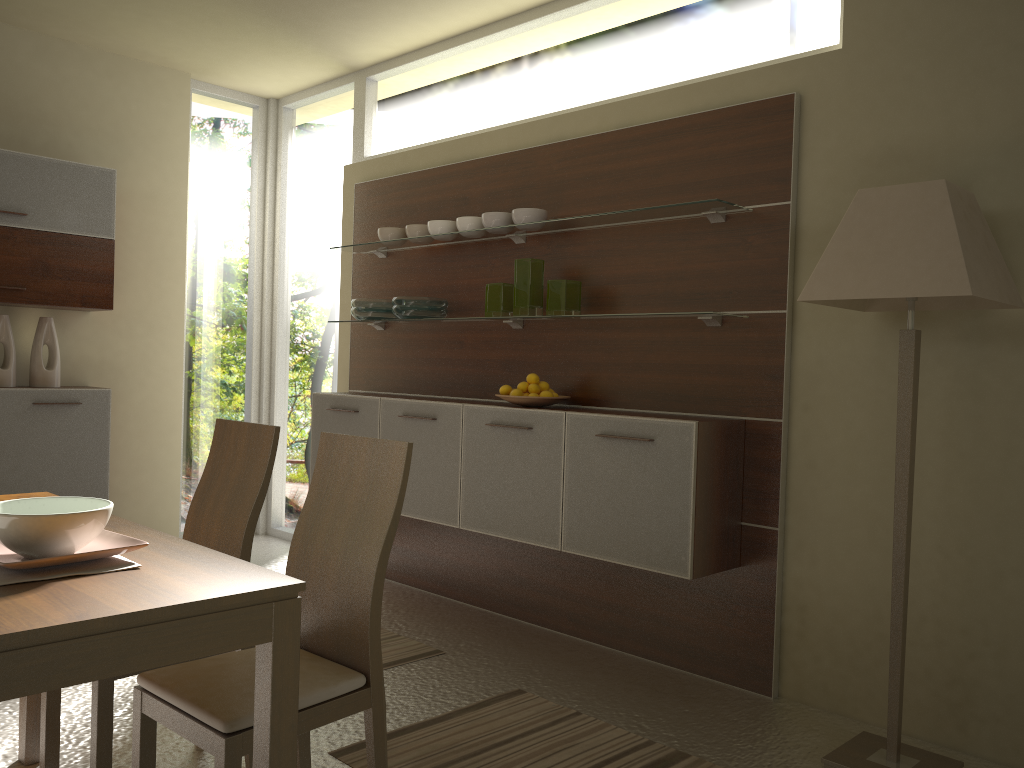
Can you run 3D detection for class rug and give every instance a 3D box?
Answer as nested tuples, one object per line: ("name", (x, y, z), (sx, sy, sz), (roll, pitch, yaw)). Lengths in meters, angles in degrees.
("rug", (-1.142, 1.094, 3.998), (0.842, 0.007, 1.613), (1, 1, -45))
("rug", (0.297, 1.170, 2.469), (1.613, 0.010, 0.843), (3, 1, 45))

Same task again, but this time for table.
("table", (-1.255, 0.738, 1.816), (1.411, 0.790, 1.000), (3, 1, 44))

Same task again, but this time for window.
("window", (-2.196, -0.406, 2.483), (4.466, 3.000, 6.429), (3, 1, 42))

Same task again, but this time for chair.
("chair", (-0.558, 0.641, 2.110), (0.404, 1.017, 0.507), (3, 1, 42))
("chair", (-0.988, 0.620, 2.514), (0.404, 1.017, 0.507), (3, 1, 44))

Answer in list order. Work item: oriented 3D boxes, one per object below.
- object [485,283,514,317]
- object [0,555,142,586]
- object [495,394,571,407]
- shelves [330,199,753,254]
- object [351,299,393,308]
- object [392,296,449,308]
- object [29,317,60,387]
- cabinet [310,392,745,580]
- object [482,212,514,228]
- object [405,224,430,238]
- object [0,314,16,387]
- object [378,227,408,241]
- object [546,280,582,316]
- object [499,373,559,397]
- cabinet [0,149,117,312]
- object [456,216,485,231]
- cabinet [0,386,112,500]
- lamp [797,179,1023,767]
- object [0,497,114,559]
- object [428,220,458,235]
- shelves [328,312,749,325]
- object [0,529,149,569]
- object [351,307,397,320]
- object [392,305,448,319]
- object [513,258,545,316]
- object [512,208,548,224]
("object", (-0.048, -0.385, 4.126), (0.112, 0.160, 0.111), (3, 1, 44))
("object", (-1.037, 0.347, 1.644), (0.589, 0.010, 0.287), (1, 1, -42))
("object", (0.092, 0.077, 3.935), (0.337, 0.053, 0.337), (2, 1, -14))
("shelves", (-0.047, -0.709, 4.161), (2.463, 0.008, 0.255), (3, 1, 44))
("object", (-0.720, -0.414, 4.772), (0.288, 0.068, 0.288), (2, 1, 3))
("object", (-0.469, -0.402, 4.531), (0.288, 0.068, 0.288), (2, 1, 3))
("object", (-2.571, -0.176, 4.888), (0.153, 0.384, 0.153), (2, 1, -12))
("cabinet", (-0.122, 0.375, 4.138), (2.463, 0.570, 0.372), (3, 1, 44))
("object", (-0.061, -0.752, 4.148), (0.163, 0.077, 0.163), (2, 1, 3))
("object", (-0.469, -0.773, 4.581), (0.163, 0.077, 0.163), (2, 1, 3))
("object", (-2.727, -0.178, 4.729), (0.153, 0.384, 0.153), (2, 1, -12))
("object", (-0.631, -0.781, 4.709), (0.163, 0.077, 0.163), (2, 1, 3))
("object", (0.226, -0.372, 3.873), (0.111, 0.160, 0.112), (3, 1, 44))
("object", (0.078, 0.021, 3.942), (0.259, 0.139, 0.230), (2, 1, 14))
("cabinet", (-3.140, -0.823, 4.242), (0.372, 0.789, 2.318), (3, 1, 44))
("object", (-0.190, -0.759, 4.295), (0.163, 0.077, 0.163), (2, 1, -4))
("cabinet", (-3.183, 0.517, 4.267), (0.372, 1.018, 2.318), (3, 1, 44))
("lamp", (1.204, 0.303, 2.722), (0.499, 1.782, 0.499), (3, 1, 44))
("object", (-0.925, 0.292, 1.772), (0.233, 0.101, 0.233), (3, 1, 33))
("object", (-0.340, -0.766, 4.426), (0.163, 0.077, 0.163), (2, 1, 3))
("shelves", (-0.060, -0.301, 4.168), (2.463, 0.008, 0.255), (3, 1, 44))
("object", (-0.926, 0.332, 1.773), (0.283, 0.033, 0.283), (3, 1, 38))
("object", (-0.722, -0.372, 4.772), (0.288, 0.068, 0.288), (2, 1, 3))
("object", (-0.470, -0.359, 4.532), (0.288, 0.068, 0.288), (2, 1, 3))
("object", (0.076, -0.430, 3.992), (0.099, 0.259, 0.099), (3, 1, 44))
("object", (0.080, -0.745, 4.024), (0.163, 0.077, 0.163), (2, 1, 3))
